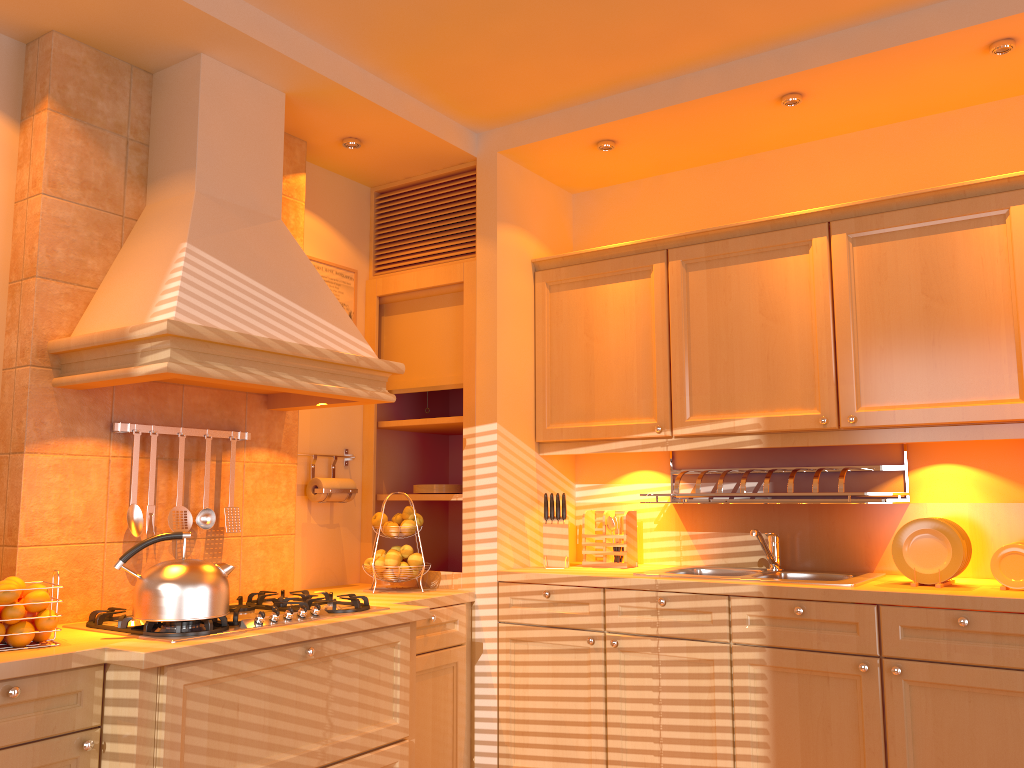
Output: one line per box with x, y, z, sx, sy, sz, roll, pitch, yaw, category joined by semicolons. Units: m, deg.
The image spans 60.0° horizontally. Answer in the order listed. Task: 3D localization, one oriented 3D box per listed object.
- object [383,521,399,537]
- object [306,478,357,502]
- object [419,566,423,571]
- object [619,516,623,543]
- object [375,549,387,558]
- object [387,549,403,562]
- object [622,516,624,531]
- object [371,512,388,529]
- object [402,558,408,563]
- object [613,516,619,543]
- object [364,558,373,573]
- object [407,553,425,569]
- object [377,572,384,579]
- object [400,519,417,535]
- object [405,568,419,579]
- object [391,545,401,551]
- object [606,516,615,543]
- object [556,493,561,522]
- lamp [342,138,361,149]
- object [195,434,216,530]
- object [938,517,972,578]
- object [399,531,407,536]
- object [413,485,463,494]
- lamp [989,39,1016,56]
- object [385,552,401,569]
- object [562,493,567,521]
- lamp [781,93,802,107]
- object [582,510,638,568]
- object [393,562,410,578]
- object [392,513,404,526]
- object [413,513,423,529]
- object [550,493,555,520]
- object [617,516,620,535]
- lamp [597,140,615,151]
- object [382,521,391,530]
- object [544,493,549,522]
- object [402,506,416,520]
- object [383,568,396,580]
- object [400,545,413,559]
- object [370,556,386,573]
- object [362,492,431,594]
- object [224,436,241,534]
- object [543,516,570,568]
-0.464;0.557;3.401;0.064;0.058;0.063;0;-7;0;object
-0.713;0.420;3.514;0.096;0.094;0.186;-5;-9;34;object
-0.379;0.708;3.471;0.059;0.059;0.058;1;-8;-12;object
0.426;0.621;3.499;0.022;0.196;0.018;-6;-9;38;object
-0.499;0.662;3.396;0.055;0.058;0.056;3;-8;-20;object
-0.446;0.657;3.365;0.063;0.061;0.063;-1;-7;7;object
0.434;0.623;3.534;0.042;0.192;0.040;1;-7;-6;object
-0.511;0.528;3.426;0.063;0.064;0.061;-7;-10;43;object
-0.400;0.676;3.431;0.057;0.059;0.058;0;-7;-2;object
0.414;0.621;3.500;0.020;0.196;0.017;4;-9;-30;object
-0.538;0.693;3.392;0.056;0.057;0.053;-2;-8;11;object
-0.363;0.669;3.355;0.063;0.060;0.064;6;-10;-40;object
-0.499;0.727;3.405;0.046;0.043;0.047;1;-7;-6;object
-0.398;0.550;3.405;0.064;0.063;0.063;6;-9;-39;object
-0.388;0.717;3.394;0.063;0.061;0.064;-2;-8;12;object
-0.443;0.645;3.420;0.051;0.048;0.050;3;-8;-22;object
0.398;0.618;3.501;0.042;0.192;0.040;1;-7;-5;object
0.181;0.564;3.498;0.019;0.265;0.038;-2;-8;17;object
-0.620;-0.929;3.431;0.070;0.021;0.070;-2;-8;17;lamp
-1.006;0.320;2.896;0.037;0.309;0.077;-5;-9;33;object
1.367;0.530;2.853;0.205;0.200;0.049;-5;-9;35;object
-0.419;0.564;3.464;0.058;0.059;0.058;3;-8;-25;object
-0.303;0.444;3.727;0.222;0.039;0.222;6;-9;-38;object
1.499;-1.027;2.710;0.070;0.021;0.070;1;-7;-5;lamp
-0.445;0.658;3.309;0.056;0.063;0.065;-1;-7;10;object
0.205;0.563;3.495;0.019;0.265;0.037;-2;-8;17;object
0.967;-0.980;3.066;0.070;0.021;0.070;2;-8;-17;lamp
0.391;0.618;3.552;0.200;0.221;0.103;-5;-9;34;object
-0.415;0.700;3.336;0.064;0.062;0.064;-3;-8;21;object
-0.442;0.527;3.445;0.050;0.051;0.051;4;-9;-31;object
-0.374;0.534;3.456;0.058;0.060;0.057;5;-9;-34;object
0.158;0.564;3.501;0.019;0.265;0.038;-2;-8;17;object
0.421;0.624;3.521;0.018;0.196;0.023;-6;-9;38;object
0.367;-0.928;3.460;0.070;0.021;0.070;1;-7;-5;lamp
-0.479;0.563;3.457;0.057;0.056;0.051;1;-7;-6;object
0.136;0.564;3.504;0.019;0.265;0.037;0;-7;-2;object
-0.398;0.500;3.425;0.055;0.059;0.058;1;-7;-10;object
-0.465;0.717;3.366;0.052;0.056;0.057;0;-7;-4;object
-0.401;0.637;3.372;0.050;0.052;0.049;-7;-10;41;object
-0.502;0.679;3.338;0.063;0.063;0.063;7;-10;-44;object
-0.443;0.606;3.424;0.265;0.376;0.265;1;-7;-7;object
-0.932;0.336;2.971;0.020;0.323;0.061;-5;-9;34;object
0.175;0.623;3.506;0.100;0.200;0.070;-1;-7;7;object
